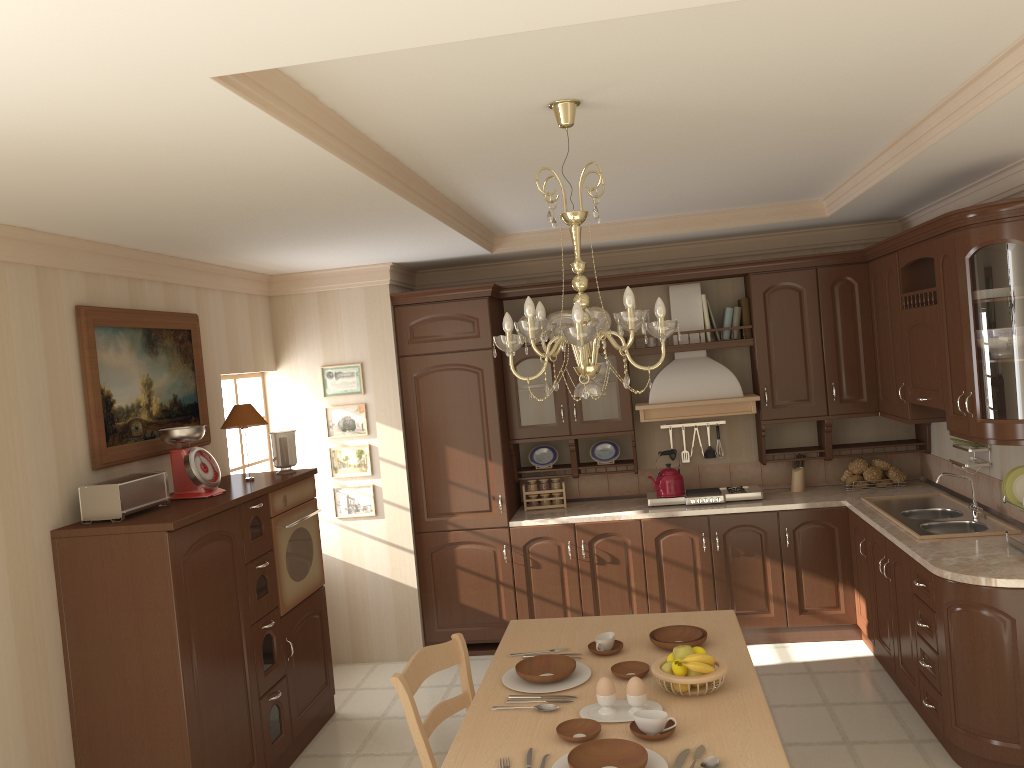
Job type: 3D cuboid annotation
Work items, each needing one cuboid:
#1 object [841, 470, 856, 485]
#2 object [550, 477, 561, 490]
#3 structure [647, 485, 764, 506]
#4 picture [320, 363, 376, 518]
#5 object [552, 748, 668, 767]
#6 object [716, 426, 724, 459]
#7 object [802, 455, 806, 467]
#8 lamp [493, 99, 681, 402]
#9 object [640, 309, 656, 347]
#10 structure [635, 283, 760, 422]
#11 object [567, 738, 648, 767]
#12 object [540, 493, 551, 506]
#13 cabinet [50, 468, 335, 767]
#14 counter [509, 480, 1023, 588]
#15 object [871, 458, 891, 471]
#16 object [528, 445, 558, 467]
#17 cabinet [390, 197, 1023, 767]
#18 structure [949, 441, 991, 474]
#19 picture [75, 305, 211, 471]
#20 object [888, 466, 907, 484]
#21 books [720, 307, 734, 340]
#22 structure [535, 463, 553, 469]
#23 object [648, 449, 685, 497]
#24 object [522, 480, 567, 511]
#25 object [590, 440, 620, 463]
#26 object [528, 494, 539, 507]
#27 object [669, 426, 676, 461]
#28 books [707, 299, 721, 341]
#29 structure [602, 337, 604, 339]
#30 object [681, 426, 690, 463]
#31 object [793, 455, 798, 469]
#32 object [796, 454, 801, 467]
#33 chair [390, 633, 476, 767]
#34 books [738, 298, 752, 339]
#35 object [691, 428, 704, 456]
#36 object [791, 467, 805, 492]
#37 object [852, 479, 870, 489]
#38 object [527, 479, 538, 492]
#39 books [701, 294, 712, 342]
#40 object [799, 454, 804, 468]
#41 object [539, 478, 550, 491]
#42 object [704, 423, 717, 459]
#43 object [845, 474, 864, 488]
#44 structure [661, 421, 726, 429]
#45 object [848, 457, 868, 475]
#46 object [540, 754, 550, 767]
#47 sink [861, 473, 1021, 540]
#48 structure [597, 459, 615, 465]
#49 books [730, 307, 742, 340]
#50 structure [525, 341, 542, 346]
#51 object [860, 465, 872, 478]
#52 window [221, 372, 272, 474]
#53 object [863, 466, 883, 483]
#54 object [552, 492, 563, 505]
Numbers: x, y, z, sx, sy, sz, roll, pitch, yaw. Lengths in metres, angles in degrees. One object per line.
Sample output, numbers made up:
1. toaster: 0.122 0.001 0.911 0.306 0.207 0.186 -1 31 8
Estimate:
1. object: 2.143 0.591 5.632 0.123 0.109 0.092 -6 2 -24
2. object: 0.290 0.659 5.881 0.068 0.088 0.068 -4 2 25
3. structure: 1.212 0.704 5.599 0.710 0.054 0.325 -5 2 8
4. picture: -1.033 0.360 5.584 0.268 0.964 0.010 -5 2 8
5. object: 0.247 0.983 2.253 0.299 0.009 0.299 -6 2 -13
6. object: 1.364 0.384 5.852 0.049 0.219 0.049 -6 2 -14
7. object: 1.874 0.538 5.708 0.050 0.159 0.022 -6 2 -22
8. lamp: 0.195 -0.446 2.701 0.501 0.982 0.502 -6 2 -22
9. object: 0.884 -0.362 5.757 0.163 0.248 0.174 -6 2 -29
10. structure: 1.139 -0.219 5.658 0.753 0.845 0.455 -5 2 8
11. object: 0.244 0.965 2.252 0.204 0.042 0.204 -6 2 -22
12. object: 0.222 0.766 5.890 0.068 0.088 0.068 -4 2 25
13. cabinet: -1.337 1.179 4.126 0.538 1.349 1.513 -5 2 8
14. counter: 1.178 0.789 4.706 2.603 0.034 2.422 -5 2 8
15. object: 2.318 0.506 5.575 0.112 0.078 0.125 -5 2 3
16. object: 0.209 0.482 5.921 0.202 0.143 0.071 -5 2 6
17. cabinet: 0.852 0.478 4.751 3.226 2.313 2.436 -5 2 8
18. structure: 2.389 0.280 4.648 0.131 0.361 0.256 -5 2 8
19. picture: -1.683 -0.004 4.152 0.036 0.687 0.990 -5 2 8
20. object: 2.388 0.564 5.502 0.117 0.106 0.097 -6 2 -36
21. books: 1.386 -0.387 5.727 0.086 0.209 0.205 -5 2 8
22. structure: 0.212 0.498 5.917 0.110 0.126 0.080 -5 2 8
23. object: 0.980 0.561 5.580 0.181 0.282 0.227 -4 2 32
24. object: 0.217 0.739 5.890 0.276 0.170 0.140 -5 2 4
25. object: 0.614 0.447 5.859 0.202 0.143 0.071 -5 2 6
26. object: 0.144 0.773 5.895 0.068 0.088 0.068 -4 2 25
27. object: 1.061 0.395 5.895 0.048 0.231 0.015 -5 2 10
28. books: 1.298 -0.411 5.744 0.068 0.271 0.194 -5 2 8
29. structure: 0.538 -0.352 5.774 0.110 0.126 0.080 -5 2 8
30. object: 1.145 0.400 5.885 0.051 0.245 0.003 -5 2 8
31. object: 1.818 0.558 5.696 0.053 0.198 0.027 -5 2 -8
32. object: 1.843 0.545 5.712 0.052 0.191 0.027 -6 2 -36
33. chair: -0.060 1.348 3.063 0.517 0.846 0.462 -4 2 25
34. books: 1.499 -0.419 5.702 0.052 0.254 0.205 -5 2 8
35. object: 1.219 0.387 5.873 0.089 0.195 0.005 -5 2 8
36. object: 1.842 0.608 5.690 0.151 0.148 0.078 -7 2 -44
37. object: 2.192 0.625 5.577 0.114 0.058 0.119 -6 2 -27
38. object: 0.135 0.673 5.892 0.068 0.088 0.068 -4 2 25
39. books: 1.258 -0.425 5.743 0.042 0.305 0.194 -5 2 8
40. object: 1.850 0.550 5.679 0.053 0.198 0.027 -5 2 -8
41. object: 0.213 0.666 5.887 0.068 0.088 0.068 -4 2 25
42. object: 1.306 0.377 5.873 0.088 0.236 0.028 -5 2 8
43. object: 2.147 0.610 5.561 0.114 0.092 0.104 -6 2 -35
44. structure: 1.199 0.269 5.878 0.422 0.020 0.008 -5 2 8
45. object: 2.178 0.517 5.579 0.118 0.105 0.100 -5 2 3
46. object: 0.078 0.999 2.280 0.022 0.008 0.218 -5 2 11
47. sink: 2.182 0.615 4.622 0.448 0.348 1.077 -5 2 8
48. structure: 0.617 0.464 5.855 0.110 0.126 0.080 -5 2 8
49. books: 1.436 -0.391 5.710 0.080 0.209 0.205 -5 2 8
50. structure: 0.144 -0.318 5.833 0.110 0.126 0.080 -5 2 8
51. object: 2.246 0.552 5.624 0.113 0.092 0.110 -6 2 -29
52. window: -1.617 0.491 5.292 0.050 1.100 0.765 -5 2 8
53. object: 2.245 0.564 5.523 0.110 0.102 0.115 -4 2 37
54. object: 0.299 0.759 5.884 0.068 0.088 0.068 -4 2 25
